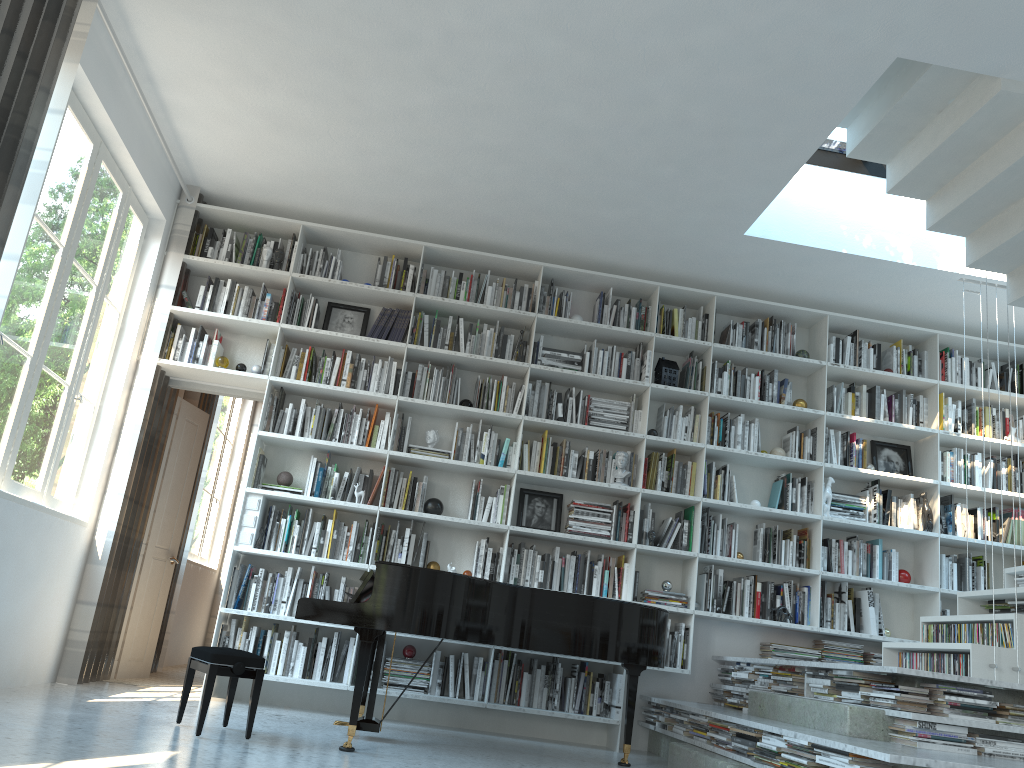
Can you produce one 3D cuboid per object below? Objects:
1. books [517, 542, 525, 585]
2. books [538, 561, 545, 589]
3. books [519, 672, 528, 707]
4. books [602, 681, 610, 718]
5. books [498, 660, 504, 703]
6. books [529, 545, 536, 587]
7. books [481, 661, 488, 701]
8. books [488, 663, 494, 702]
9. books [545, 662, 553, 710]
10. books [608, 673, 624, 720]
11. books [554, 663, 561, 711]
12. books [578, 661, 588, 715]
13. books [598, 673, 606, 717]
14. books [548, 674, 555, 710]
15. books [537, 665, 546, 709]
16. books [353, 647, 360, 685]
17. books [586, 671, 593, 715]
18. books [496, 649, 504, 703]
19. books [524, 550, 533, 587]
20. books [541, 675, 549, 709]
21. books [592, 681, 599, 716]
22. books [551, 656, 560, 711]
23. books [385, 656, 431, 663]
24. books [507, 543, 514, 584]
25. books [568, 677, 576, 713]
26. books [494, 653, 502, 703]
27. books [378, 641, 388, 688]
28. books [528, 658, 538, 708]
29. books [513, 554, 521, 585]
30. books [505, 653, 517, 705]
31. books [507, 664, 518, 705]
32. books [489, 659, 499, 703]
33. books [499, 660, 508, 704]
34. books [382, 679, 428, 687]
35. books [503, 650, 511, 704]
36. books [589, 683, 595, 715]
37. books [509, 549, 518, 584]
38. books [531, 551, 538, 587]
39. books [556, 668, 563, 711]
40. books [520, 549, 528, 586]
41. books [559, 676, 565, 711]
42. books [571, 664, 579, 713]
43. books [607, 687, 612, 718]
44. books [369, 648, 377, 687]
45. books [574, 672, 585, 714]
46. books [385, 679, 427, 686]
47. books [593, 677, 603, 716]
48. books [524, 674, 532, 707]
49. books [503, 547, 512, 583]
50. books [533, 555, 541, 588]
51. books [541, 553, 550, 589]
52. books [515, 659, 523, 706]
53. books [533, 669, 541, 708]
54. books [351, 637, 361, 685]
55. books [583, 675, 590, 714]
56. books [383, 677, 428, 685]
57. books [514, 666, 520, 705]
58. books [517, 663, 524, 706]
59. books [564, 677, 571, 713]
[{"bbox_3d":[0.049,1.200,5.864,0.027,0.289,0.141,9,-16,-5],"label":"books"},{"bbox_3d":[0.180,1.262,5.828,0.029,0.183,0.175,9,-16,-5],"label":"books"},{"bbox_3d":[0.066,1.935,5.632,0.028,0.206,0.175,9,-16,-5],"label":"books"},{"bbox_3d":[0.584,2.013,5.680,0.029,0.217,0.191,9,-16,-5],"label":"books"},{"bbox_3d":[-0.080,1.896,5.657,0.010,0.258,0.131,9,-16,-5],"label":"books"},{"bbox_3d":[0.121,1.208,5.843,0.013,0.281,0.167,9,-16,-5],"label":"books"},{"bbox_3d":[-0.180,1.890,5.644,0.021,0.237,0.116,9,-16,-5],"label":"books"},{"bbox_3d":[-0.143,1.894,5.643,0.010,0.237,0.134,9,-16,-5],"label":"books"},{"bbox_3d":[0.226,1.924,5.663,0.013,0.284,0.185,9,-16,-5],"label":"books"},{"bbox_3d":[0.650,1.982,5.638,0.038,0.268,0.278,9,-16,-5],"label":"books"},{"bbox_3d":[0.275,1.930,5.664,0.014,0.287,0.185,9,-16,-5],"label":"books"},{"bbox_3d":[0.447,1.941,5.676,0.013,0.316,0.187,9,-16,-5],"label":"books"},{"bbox_3d":[0.566,1.993,5.689,0.013,0.255,0.177,9,-16,-5],"label":"books"},{"bbox_3d":[0.238,1.963,5.658,0.022,0.212,0.167,9,-16,-5],"label":"books"},{"bbox_3d":[0.178,1.933,5.670,0.028,0.260,0.133,9,-16,-5],"label":"books"},{"bbox_3d":[-0.969,1.766,5.570,0.012,0.230,0.138,9,-16,-5],"label":"books"},{"bbox_3d":[0.482,1.978,5.680,0.011,0.257,0.172,9,-16,-5],"label":"books"},{"bbox_3d":[-0.085,1.852,5.655,0.014,0.339,0.140,9,-16,-5],"label":"books"},{"bbox_3d":[0.099,1.223,5.840,0.027,0.245,0.180,9,-16,-5],"label":"books"},{"bbox_3d":[0.201,1.964,5.662,0.024,0.203,0.145,9,-16,-5],"label":"books"},{"bbox_3d":[0.518,2.009,5.676,0.022,0.204,0.191,9,-16,-5],"label":"books"},{"bbox_3d":[0.265,1.905,5.668,0.014,0.334,0.183,9,-16,-5],"label":"books"},{"bbox_3d":[-0.651,1.741,5.603,0.285,0.005,0.160,8,-17,0],"label":"books"},{"bbox_3d":[-0.019,1.191,5.838,0.011,0.274,0.146,9,-16,-5],"label":"books"},{"bbox_3d":[0.365,1.981,5.659,0.029,0.209,0.171,9,-16,-5],"label":"books"},{"bbox_3d":[-0.099,1.864,5.633,0.014,0.300,0.185,9,-16,-5],"label":"books"},{"bbox_3d":[-0.821,1.763,5.585,0.027,0.281,0.129,9,-16,-5],"label":"books"},{"bbox_3d":[0.125,1.908,5.667,0.026,0.293,0.155,9,-16,-5],"label":"books"},{"bbox_3d":[0.021,1.230,5.834,0.024,0.207,0.170,9,-16,-5],"label":"books"},{"bbox_3d":[-0.017,1.875,5.651,0.034,0.310,0.170,9,-16,-5],"label":"books"},{"bbox_3d":[0.005,1.913,5.655,0.022,0.246,0.144,9,-16,-5],"label":"books"},{"bbox_3d":[-0.121,1.882,5.625,0.026,0.255,0.184,9,-16,-5],"label":"books"},{"bbox_3d":[-0.062,1.894,5.650,0.025,0.263,0.145,9,-16,-5],"label":"books"},{"bbox_3d":[-0.669,1.878,5.563,0.285,0.007,0.160,8,-17,0],"label":"books"},{"bbox_3d":[-0.038,1.859,5.652,0.012,0.336,0.144,9,-16,-5],"label":"books"},{"bbox_3d":[0.494,2.015,5.681,0.024,0.190,0.155,9,-16,-5],"label":"books"},{"bbox_3d":[-0.001,1.211,5.824,0.027,0.233,0.168,9,-16,-5],"label":"books"},{"bbox_3d":[0.133,1.233,5.857,0.021,0.243,0.142,9,-16,-5],"label":"books"},{"bbox_3d":[0.290,1.949,5.677,0.024,0.261,0.132,9,-16,-5],"label":"books"},{"bbox_3d":[0.072,1.223,5.855,0.024,0.247,0.132,9,-16,-5],"label":"books"},{"bbox_3d":[0.317,1.980,5.681,0.040,0.211,0.129,9,-16,-5],"label":"books"},{"bbox_3d":[0.390,1.945,5.673,0.011,0.291,0.184,9,-16,-5],"label":"books"},{"bbox_3d":[0.606,2.037,5.689,0.023,0.181,0.149,9,-16,-5],"label":"books"},{"bbox_3d":[-0.874,1.777,5.565,0.023,0.231,0.164,9,-16,-5],"label":"books"},{"bbox_3d":[0.415,1.967,5.660,0.044,0.250,0.187,9,-16,-5],"label":"books"},{"bbox_3d":[-0.668,1.872,5.568,0.254,0.007,0.161,10,-17,-9],"label":"books"},{"bbox_3d":[0.543,2.006,5.692,0.028,0.227,0.162,9,-16,-5],"label":"books"},{"bbox_3d":[0.089,1.952,5.662,0.030,0.196,0.143,9,-16,-5],"label":"books"},{"bbox_3d":[-0.042,1.205,5.839,0.029,0.243,0.154,9,-16,-5],"label":"books"},{"bbox_3d":[0.156,1.244,5.834,0.023,0.217,0.175,9,-16,-5],"label":"books"},{"bbox_3d":[0.211,1.243,5.845,0.029,0.237,0.166,9,-16,-5],"label":"books"},{"bbox_3d":[0.036,1.904,5.662,0.012,0.275,0.155,9,-16,-5],"label":"books"},{"bbox_3d":[0.148,1.941,5.664,0.030,0.234,0.138,9,-16,-5],"label":"books"},{"bbox_3d":[-0.977,1.738,5.574,0.012,0.284,0.160,9,-16,-5],"label":"books"},{"bbox_3d":[0.459,1.988,5.690,0.028,0.238,0.140,9,-16,-5],"label":"books"},{"bbox_3d":[-0.668,1.867,5.574,0.285,0.007,0.160,8,-17,-3],"label":"books"},{"bbox_3d":[0.022,1.918,5.652,0.012,0.238,0.129,9,-16,-5],"label":"books"},{"bbox_3d":[0.046,1.916,5.661,0.012,0.254,0.151,9,-16,-5],"label":"books"},{"bbox_3d":[0.346,1.979,5.652,0.010,0.205,0.180,9,-16,-5],"label":"books"}]
